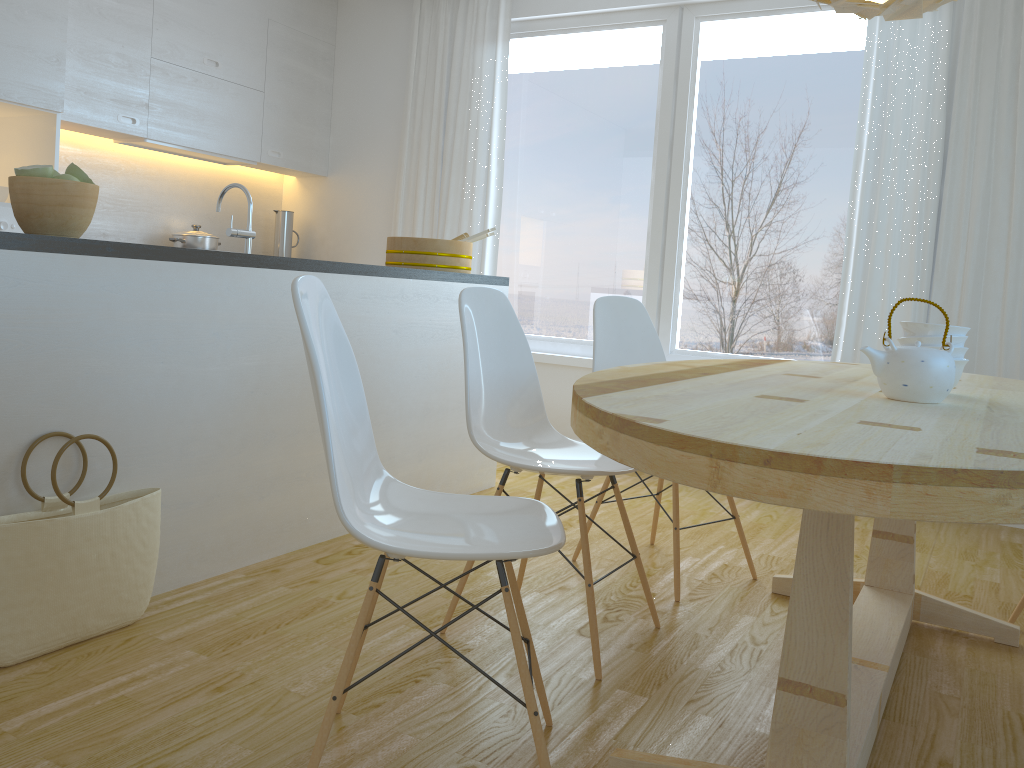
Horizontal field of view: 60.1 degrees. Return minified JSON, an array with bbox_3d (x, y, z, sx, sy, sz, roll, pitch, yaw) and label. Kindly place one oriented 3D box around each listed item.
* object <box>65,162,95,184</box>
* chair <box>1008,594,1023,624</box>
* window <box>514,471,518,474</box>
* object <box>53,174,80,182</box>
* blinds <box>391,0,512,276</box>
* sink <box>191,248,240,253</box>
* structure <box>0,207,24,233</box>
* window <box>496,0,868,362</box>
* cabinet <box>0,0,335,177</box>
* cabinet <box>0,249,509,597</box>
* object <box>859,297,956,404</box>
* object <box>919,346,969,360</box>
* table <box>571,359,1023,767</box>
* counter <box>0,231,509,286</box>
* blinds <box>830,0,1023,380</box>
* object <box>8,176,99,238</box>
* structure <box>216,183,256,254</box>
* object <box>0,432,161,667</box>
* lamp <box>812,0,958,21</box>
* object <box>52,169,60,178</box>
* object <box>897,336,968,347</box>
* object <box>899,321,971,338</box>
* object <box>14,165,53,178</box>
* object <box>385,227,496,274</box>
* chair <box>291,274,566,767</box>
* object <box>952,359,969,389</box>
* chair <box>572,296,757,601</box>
[{"bbox_3d":[-1.121,-0.537,2.298,0.074,0.071,0.078,1,6,-36],"label":"object"},{"bbox_3d":[1.743,0.313,2.388,0.523,0.899,0.431,4,3,4],"label":"chair"},{"bbox_3d":[1.024,-0.625,1.344,2.556,2.047,1.882,7,5,29],"label":"window"},{"bbox_3d":[-1.123,-0.486,2.235,0.081,0.085,0.098,3,5,-6],"label":"object"},{"bbox_3d":[-0.399,-1.383,5.261,0.797,2.153,0.150,6,3,29],"label":"blinds"},{"bbox_3d":[-1.045,-0.351,2.820,0.404,0.156,0.406,2,6,-19],"label":"sink"},{"bbox_3d":[-2.222,-0.458,3.751,0.049,0.594,0.561,5,4,29],"label":"structure"},{"bbox_3d":[0.858,-1.062,4.784,2.734,1.912,0.088,7,4,29],"label":"window"},{"bbox_3d":[-2.045,-0.970,4.452,0.482,2.293,3.206,5,5,29],"label":"cabinet"},{"bbox_3d":[-0.891,0.052,3.097,0.602,0.906,2.404,6,6,29],"label":"cabinet"},{"bbox_3d":[0.819,-0.072,1.824,0.178,0.211,0.147,6,4,28],"label":"object"},{"bbox_3d":[0.979,-0.047,2.069,0.152,0.092,0.152,2,6,-22],"label":"object"},{"bbox_3d":[0.826,0.374,2.050,1.196,0.722,2.194,7,6,27],"label":"table"},{"bbox_3d":[-0.859,-0.420,3.076,0.602,0.040,2.404,7,7,29],"label":"counter"},{"bbox_3d":[1.921,-1.085,3.968,0.797,2.153,0.150,6,3,29],"label":"blinds"},{"bbox_3d":[-1.162,-0.442,2.244,0.205,0.141,0.206,3,5,-10],"label":"object"},{"bbox_3d":[-0.865,-0.506,2.687,0.162,0.214,0.097,6,4,29],"label":"structure"},{"bbox_3d":[-0.569,0.400,2.025,1.190,0.500,0.472,5,4,7],"label":"object"},{"bbox_3d":[0.901,-1.398,2.009,0.648,1.131,0.640,6,4,28],"label":"lamp"},{"bbox_3d":[-1.193,-0.510,2.273,0.102,0.098,0.087,0,6,-40],"label":"object"},{"bbox_3d":[0.979,-0.071,2.070,0.152,0.095,0.151,-1,7,-44],"label":"object"},{"bbox_3d":[0.983,-0.099,2.069,0.151,0.087,0.152,1,6,-33],"label":"object"},{"bbox_3d":[-1.181,-0.514,2.184,0.086,0.065,0.084,8,6,41],"label":"object"},{"bbox_3d":[-0.340,-0.599,3.904,0.429,0.213,0.380,0,6,-33],"label":"object"},{"bbox_3d":[-0.143,0.267,1.615,0.523,0.899,0.431,4,3,-1],"label":"chair"},{"bbox_3d":[0.979,-0.023,2.067,0.152,0.082,0.153,2,6,-22],"label":"object"},{"bbox_3d":[0.513,0.168,2.958,0.429,0.899,0.525,1,4,-41],"label":"chair"}]
